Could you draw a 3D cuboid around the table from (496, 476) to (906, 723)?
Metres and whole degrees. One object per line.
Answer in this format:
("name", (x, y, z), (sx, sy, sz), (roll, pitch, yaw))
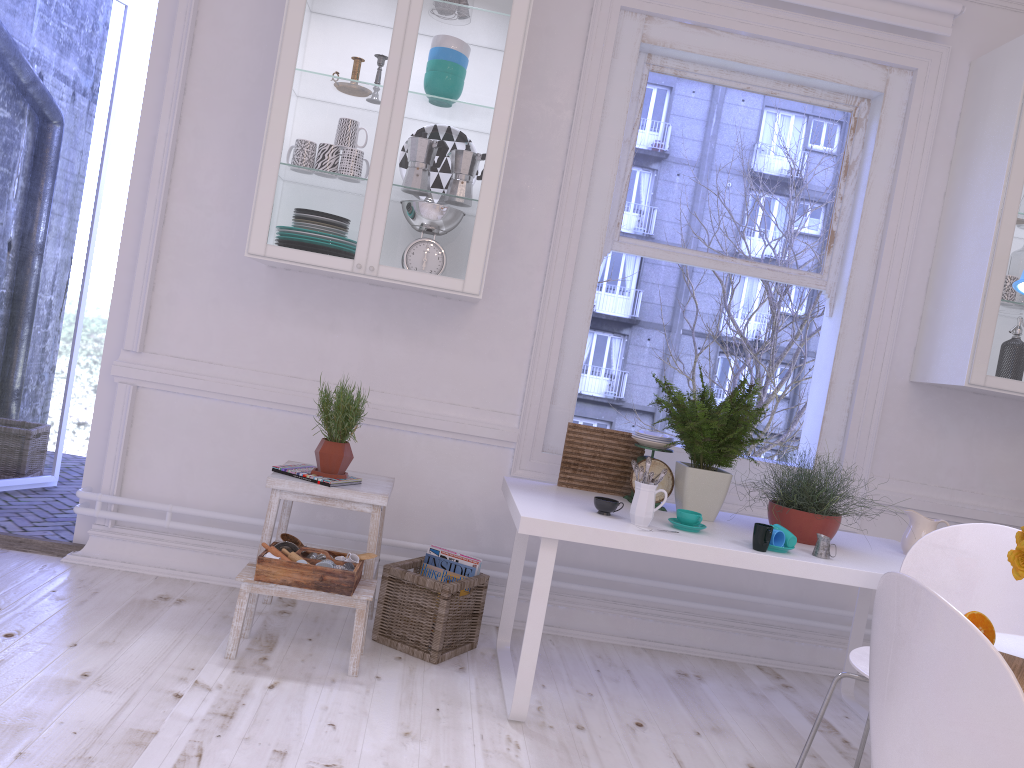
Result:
("table", (0.687, 0.788, 2.953), (1.514, 0.619, 0.736), (10, 2, -5))

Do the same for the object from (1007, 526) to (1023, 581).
("object", (1.088, 0.402, 1.718), (0.234, 0.351, 0.235), (8, 3, -40))

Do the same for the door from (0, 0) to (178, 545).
("door", (-1.953, -0.656, 3.886), (1.009, 2.474, 1.021), (10, 2, -5))

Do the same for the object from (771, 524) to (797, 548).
("object", (0.820, 0.462, 2.701), (0.069, 0.059, 0.082), (9, 2, -27))

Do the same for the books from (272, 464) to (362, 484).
("books", (-0.662, 0.305, 3.022), (0.246, 0.007, 0.180), (11, 2, 25))

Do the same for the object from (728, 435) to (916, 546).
("object", (1.010, 0.361, 2.983), (0.668, 0.367, 0.531), (11, 2, 20))

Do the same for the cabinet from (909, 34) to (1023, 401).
("cabinet", (2.162, -0.577, 3.434), (0.823, 1.311, 0.425), (10, 2, -5))

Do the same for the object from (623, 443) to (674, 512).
("object", (0.490, 0.327, 3.154), (0.159, 0.208, 0.185), (10, 2, -5))

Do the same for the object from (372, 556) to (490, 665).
("object", (-0.285, 0.788, 3.133), (0.276, 0.270, 0.276), (11, 2, 28))

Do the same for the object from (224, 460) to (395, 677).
("object", (-0.654, 0.593, 3.005), (0.418, 0.534, 0.599), (10, 2, -5))

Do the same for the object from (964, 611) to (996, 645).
("object", (0.838, 0.476, 1.677), (0.129, 0.075, 0.285), (11, 2, 31))

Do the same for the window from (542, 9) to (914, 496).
("window", (0.867, -0.505, 3.678), (1.234, 1.782, 0.181), (10, 2, -5))

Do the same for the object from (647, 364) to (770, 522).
("object", (0.668, 0.199, 3.045), (0.438, 0.527, 0.368), (10, 2, -5))

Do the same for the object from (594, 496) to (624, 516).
("object", (0.295, 0.386, 2.788), (0.079, 0.048, 0.082), (8, 3, -45))

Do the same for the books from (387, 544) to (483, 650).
("books", (-0.273, 0.756, 3.143), (0.221, 0.306, 0.205), (11, 2, 28))

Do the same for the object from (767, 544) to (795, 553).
("object", (0.795, 0.491, 2.691), (0.121, 0.021, 0.121), (11, 3, 36))

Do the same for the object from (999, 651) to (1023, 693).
("object", (0.840, 0.527, 1.655), (0.224, 0.024, 0.347), (11, 3, 35))

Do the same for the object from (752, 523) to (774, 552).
("object", (0.738, 0.455, 2.622), (0.055, 0.077, 0.070), (11, 2, 21))

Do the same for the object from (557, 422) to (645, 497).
("object", (0.331, 0.281, 3.246), (0.294, 0.237, 0.028), (10, 2, -5))

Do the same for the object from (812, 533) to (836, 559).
("object", (0.954, 0.495, 2.705), (0.066, 0.067, 0.052), (10, 2, -4))

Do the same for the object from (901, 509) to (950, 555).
("object", (1.412, 0.520, 3.053), (0.127, 0.152, 0.115), (9, 2, -22))

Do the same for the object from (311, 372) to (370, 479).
("object", (-0.577, 0.130, 3.009), (0.196, 0.367, 0.186), (12, 3, 40))

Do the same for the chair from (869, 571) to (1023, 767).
("chair", (0.764, 0.747, 1.374), (0.483, 0.845, 0.604), (10, 2, -5))

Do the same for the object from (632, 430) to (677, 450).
("object", (0.506, 0.201, 3.159), (0.164, 0.047, 0.163), (12, 3, 45))

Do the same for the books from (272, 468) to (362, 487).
("books", (-0.663, 0.314, 3.022), (0.246, 0.011, 0.180), (11, 2, 25))

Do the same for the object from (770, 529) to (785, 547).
("object", (0.785, 0.463, 2.686), (0.069, 0.058, 0.080), (9, 2, -32))

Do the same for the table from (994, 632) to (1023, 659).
("table", (1.177, 0.923, 1.511), (1.140, 0.629, 1.140), (11, 2, 24))

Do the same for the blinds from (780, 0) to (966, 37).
("blinds", (1.056, -1.549, 3.451), (1.451, 0.131, 0.136), (10, 2, -5))

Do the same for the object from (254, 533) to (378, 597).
("object", (-0.615, 0.566, 2.799), (0.358, 0.110, 0.211), (10, 2, -2))

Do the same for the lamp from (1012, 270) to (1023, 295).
("lamp", (1.534, -1.128, 1.816), (0.568, 1.948, 0.568), (11, 2, 29))

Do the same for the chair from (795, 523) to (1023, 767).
("chair", (1.091, 0.774, 2.196), (0.604, 0.845, 0.483), (12, 3, 41))

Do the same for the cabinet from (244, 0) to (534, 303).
("cabinet", (-0.410, -1.021, 3.213), (0.823, 1.311, 0.425), (10, 2, -5))

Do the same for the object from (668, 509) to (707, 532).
("object", (0.551, 0.428, 2.778), (0.121, 0.055, 0.121), (11, 3, 36))
